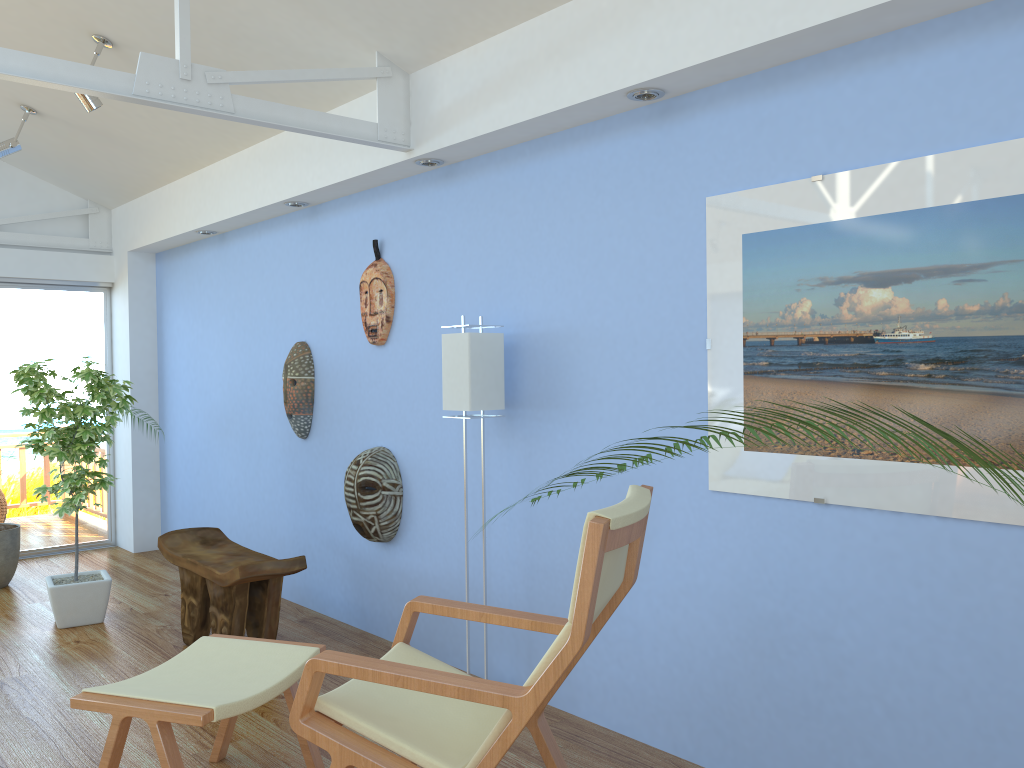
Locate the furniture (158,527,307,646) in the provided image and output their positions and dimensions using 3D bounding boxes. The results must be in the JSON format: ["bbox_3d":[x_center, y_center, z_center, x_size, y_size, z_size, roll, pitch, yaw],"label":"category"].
[{"bbox_3d":[-1.352,1.002,4.212,0.329,0.507,1.100,-2,1,-41],"label":"furniture"}]

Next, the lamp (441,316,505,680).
[{"bbox_3d":[-0.146,0.491,3.513,0.200,1.520,0.200,-2,1,-41],"label":"lamp"}]

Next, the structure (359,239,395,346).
[{"bbox_3d":[-0.663,-0.440,4.274,0.063,0.508,0.264,-2,1,-41],"label":"structure"}]

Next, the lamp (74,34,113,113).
[{"bbox_3d":[-1.972,-1.450,4.150,0.195,0.351,0.127,-1,1,-23],"label":"lamp"}]

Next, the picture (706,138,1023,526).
[{"bbox_3d":[1.094,-0.125,2.308,0.005,0.937,1.419,-2,1,-41],"label":"picture"}]

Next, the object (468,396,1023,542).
[{"bbox_3d":[0.903,0.436,0.754,1.563,1.695,1.706,-1,1,-20],"label":"object"}]

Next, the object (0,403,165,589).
[{"bbox_3d":[-3.156,0.412,5.450,1.563,1.695,1.706,0,1,40],"label":"object"}]

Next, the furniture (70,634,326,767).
[{"bbox_3d":[-0.909,1.063,2.668,0.449,0.427,0.619,0,1,19],"label":"furniture"}]

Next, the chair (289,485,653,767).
[{"bbox_3d":[-0.062,0.780,2.372,0.859,0.982,0.632,0,1,19],"label":"chair"}]

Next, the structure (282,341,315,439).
[{"bbox_3d":[-1.193,0.036,4.856,0.115,0.541,0.254,-2,1,-41],"label":"structure"}]

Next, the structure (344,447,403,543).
[{"bbox_3d":[-0.699,0.539,4.253,0.185,0.466,0.359,-2,1,-41],"label":"structure"}]

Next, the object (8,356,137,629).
[{"bbox_3d":[-2.288,0.557,4.663,0.495,1.409,0.699,-1,1,2],"label":"object"}]

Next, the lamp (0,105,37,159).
[{"bbox_3d":[-2.917,-1.466,5.189,0.254,0.327,0.118,-1,1,-24],"label":"lamp"}]
